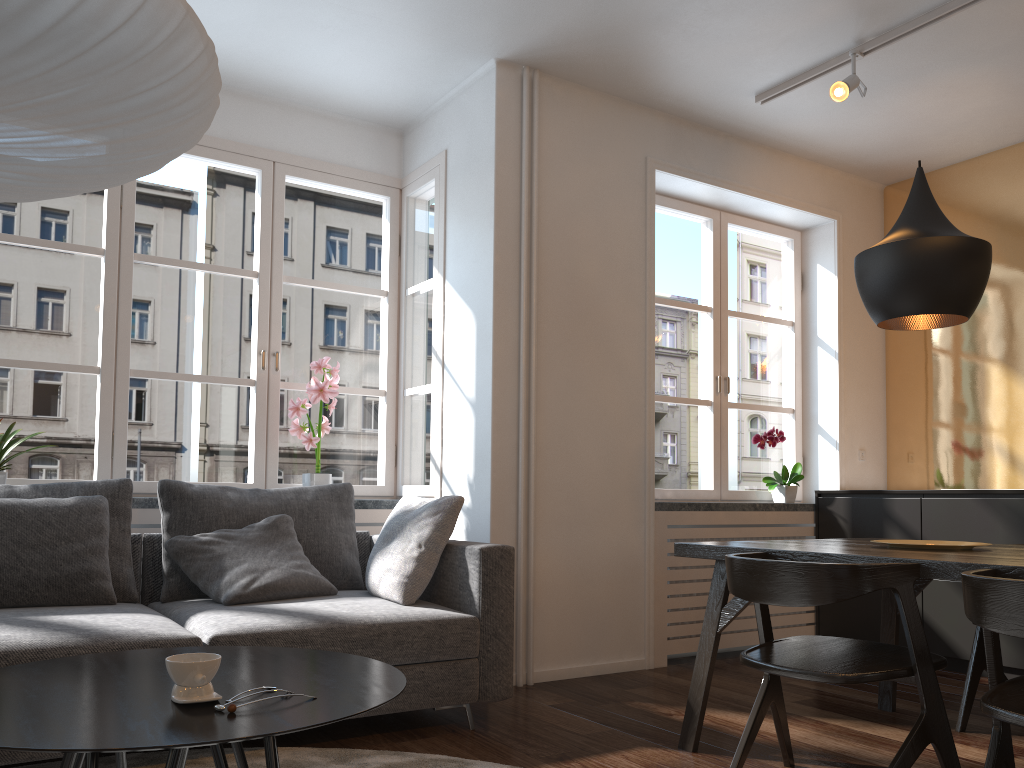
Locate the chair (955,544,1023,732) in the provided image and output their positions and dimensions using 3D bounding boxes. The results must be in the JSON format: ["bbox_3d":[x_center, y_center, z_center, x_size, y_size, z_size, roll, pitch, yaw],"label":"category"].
[{"bbox_3d":[1.946,0.911,3.100,0.521,0.668,0.595,4,-6,-36],"label":"chair"}]

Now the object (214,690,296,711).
[{"bbox_3d":[-0.433,0.531,1.499,0.025,0.016,0.164,-3,-8,32],"label":"object"}]

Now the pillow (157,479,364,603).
[{"bbox_3d":[-1.016,0.636,3.641,0.838,0.474,0.276,5,-6,-32],"label":"pillow"}]

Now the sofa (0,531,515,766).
[{"bbox_3d":[-1.273,0.790,2.431,3.074,0.668,2.048,5,-8,-33],"label":"sofa"}]

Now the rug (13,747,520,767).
[{"bbox_3d":[-0.683,0.999,1.455,2.843,0.012,2.850,-5,-9,37],"label":"rug"}]

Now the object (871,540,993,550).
[{"bbox_3d":[1.346,0.518,2.848,0.356,0.016,0.357,5,-8,-29],"label":"object"}]

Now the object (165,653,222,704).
[{"bbox_3d":[-0.542,0.504,1.504,0.091,0.069,0.140,3,-7,-21],"label":"object"}]

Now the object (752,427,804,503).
[{"bbox_3d":[1.514,0.453,4.985,0.230,0.435,0.408,-2,-6,33],"label":"object"}]

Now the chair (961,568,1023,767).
[{"bbox_3d":[1.243,0.743,1.860,0.521,0.668,0.595,4,-6,-32],"label":"chair"}]

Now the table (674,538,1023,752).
[{"bbox_3d":[1.682,0.791,2.235,1.109,0.675,2.511,5,-8,-32],"label":"table"}]

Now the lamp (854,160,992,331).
[{"bbox_3d":[1.345,-0.469,2.908,0.411,0.538,0.413,1,-5,1],"label":"lamp"}]

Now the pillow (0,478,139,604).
[{"bbox_3d":[-1.789,0.562,3.155,0.841,0.472,0.278,5,-6,-32],"label":"pillow"}]

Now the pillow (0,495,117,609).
[{"bbox_3d":[-1.724,0.572,3.026,0.668,0.395,0.293,5,-6,-33],"label":"pillow"}]

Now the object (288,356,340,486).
[{"bbox_3d":[-0.950,0.211,4.269,0.298,0.687,0.201,-2,-4,36],"label":"object"}]

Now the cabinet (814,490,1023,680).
[{"bbox_3d":[3.389,0.818,3.061,0.734,0.895,5.085,4,-8,-33],"label":"cabinet"}]

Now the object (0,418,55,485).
[{"bbox_3d":[-2.046,0.285,3.540,0.323,0.327,0.378,-3,-6,32],"label":"object"}]

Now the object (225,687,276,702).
[{"bbox_3d":[-0.457,0.540,1.551,0.026,0.010,0.125,-2,-8,23],"label":"object"}]

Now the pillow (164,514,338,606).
[{"bbox_3d":[-0.987,0.660,3.370,0.445,0.319,0.494,-4,-8,39],"label":"pillow"}]

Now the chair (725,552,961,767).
[{"bbox_3d":[0.868,0.813,2.430,0.521,0.668,0.595,4,-6,-34],"label":"chair"}]

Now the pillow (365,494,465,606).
[{"bbox_3d":[-0.425,0.639,3.474,0.287,0.412,0.496,4,-6,-34],"label":"pillow"}]

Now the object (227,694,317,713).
[{"bbox_3d":[-0.397,0.529,1.477,0.015,0.015,0.168,-4,-9,44],"label":"object"}]

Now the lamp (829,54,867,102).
[{"bbox_3d":[1.441,-1.301,3.791,0.085,0.238,0.251,-3,-6,44],"label":"lamp"}]

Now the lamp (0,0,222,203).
[{"bbox_3d":[-1.268,-0.547,1.501,1.470,0.209,1.479,0,-7,4],"label":"lamp"}]

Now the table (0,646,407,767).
[{"bbox_3d":[-0.624,0.789,1.619,0.849,0.470,0.851,4,-7,-30],"label":"table"}]
